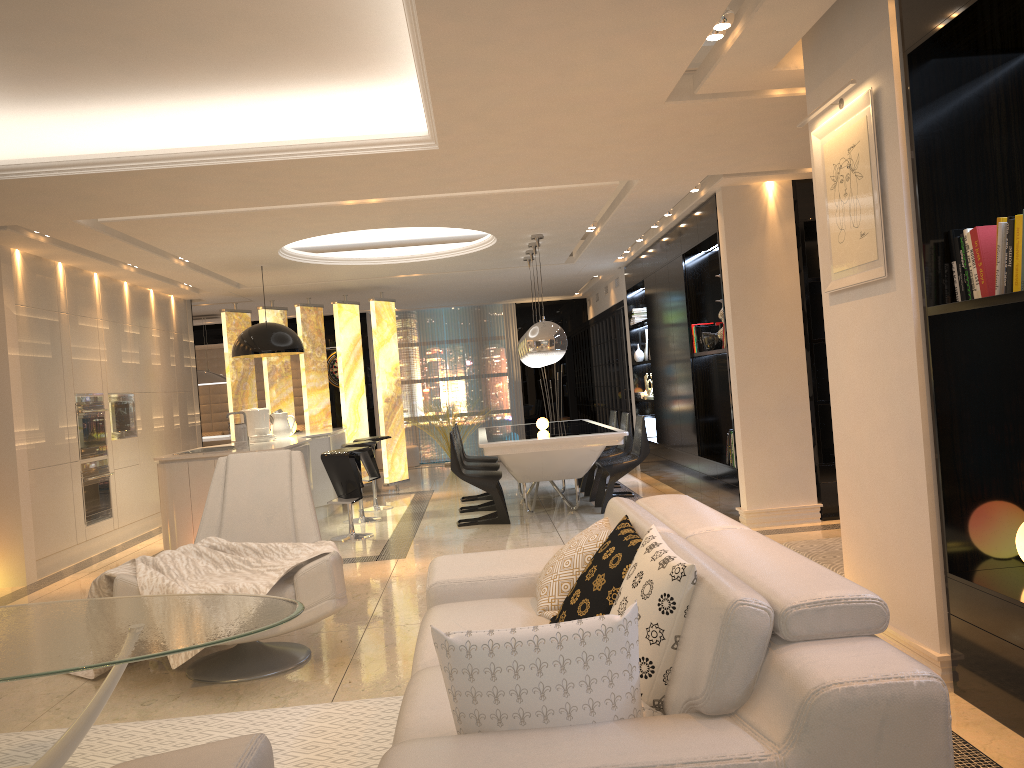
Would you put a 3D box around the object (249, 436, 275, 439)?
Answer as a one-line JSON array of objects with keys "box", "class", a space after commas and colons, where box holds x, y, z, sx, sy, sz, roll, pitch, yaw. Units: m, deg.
[{"box": [-2.398, 0.525, 8.524, 0.264, 0.033, 0.264, -5, 0, -33], "class": "object"}]

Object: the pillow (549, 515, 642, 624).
[{"box": [0.271, 0.646, 2.855, 0.323, 0.355, 0.524, -5, 0, -2], "class": "pillow"}]

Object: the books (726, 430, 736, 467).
[{"box": [1.868, 0.509, 7.193, 0.222, 0.296, 0.345, -5, 0, -2], "class": "books"}]

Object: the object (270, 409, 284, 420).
[{"box": [-2.666, 0.390, 10.000, 0.249, 0.212, 0.256, -5, 0, 33], "class": "object"}]

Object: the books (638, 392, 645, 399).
[{"box": [1.704, 0.139, 11.122, 0.209, 0.073, 0.266, -5, 0, 1], "class": "books"}]

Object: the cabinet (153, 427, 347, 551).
[{"box": [-2.393, 0.998, 8.860, 1.046, 0.887, 3.752, -5, 0, -2], "class": "cabinet"}]

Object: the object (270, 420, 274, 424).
[{"box": [-2.652, 0.475, 10.003, 0.266, 0.147, 0.253, -5, 0, 41], "class": "object"}]

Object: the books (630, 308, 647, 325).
[{"box": [1.617, -0.848, 11.130, 0.259, 0.188, 0.302, -5, 0, 5], "class": "books"}]

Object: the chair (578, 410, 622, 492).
[{"box": [0.952, 0.743, 9.969, 0.496, 0.858, 0.523, -5, 0, -2], "class": "chair"}]

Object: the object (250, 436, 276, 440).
[{"box": [-2.398, 0.531, 8.524, 0.264, 0.033, 0.264, -5, 0, -33], "class": "object"}]

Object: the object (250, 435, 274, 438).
[{"box": [-2.400, 0.509, 8.524, 0.229, 0.016, 0.229, -5, 0, 28], "class": "object"}]

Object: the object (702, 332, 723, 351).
[{"box": [1.771, -0.374, 7.772, 0.193, 0.177, 0.375, -5, 0, -1], "class": "object"}]

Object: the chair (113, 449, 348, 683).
[{"box": [-1.317, 0.860, 4.430, 1.027, 0.991, 0.983, -5, 0, -3], "class": "chair"}]

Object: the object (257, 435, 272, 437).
[{"box": [-2.400, 0.505, 8.524, 0.229, 0.016, 0.229, -5, 0, 28], "class": "object"}]

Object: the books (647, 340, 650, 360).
[{"box": [1.696, -0.413, 10.461, 0.207, 0.256, 0.245, -5, 0, -3], "class": "books"}]

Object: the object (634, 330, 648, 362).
[{"box": [1.626, -0.477, 11.118, 0.210, 0.395, 0.180, -5, 0, 1], "class": "object"}]

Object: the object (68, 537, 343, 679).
[{"box": [-1.505, 1.074, 4.368, 1.347, 0.580, 0.972, -5, 0, 35], "class": "object"}]

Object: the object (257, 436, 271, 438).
[{"box": [-2.400, 0.514, 8.524, 0.229, 0.016, 0.229, -5, 0, 28], "class": "object"}]

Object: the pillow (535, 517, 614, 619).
[{"box": [0.247, 0.682, 3.312, 0.351, 0.329, 0.521, -5, 0, -2], "class": "pillow"}]

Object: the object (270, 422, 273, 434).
[{"box": [-2.557, 0.479, 9.138, 0.211, 0.174, 0.211, -5, 0, -45], "class": "object"}]

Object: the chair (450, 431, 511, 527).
[{"box": [-0.301, 0.844, 8.141, 0.496, 0.858, 0.523, -5, 0, -2], "class": "chair"}]

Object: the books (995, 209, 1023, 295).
[{"box": [1.690, -0.421, 2.847, 0.212, 0.261, 0.210, -5, 0, -2], "class": "books"}]

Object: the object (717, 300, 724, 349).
[{"box": [1.797, -0.502, 7.507, 0.121, 0.416, 0.121, -5, 0, -7], "class": "object"}]

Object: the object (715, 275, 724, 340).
[{"box": [1.768, -0.597, 7.355, 0.121, 0.612, 0.121, -5, 0, -7], "class": "object"}]

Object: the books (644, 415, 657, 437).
[{"box": [1.730, 0.532, 11.190, 0.210, 0.270, 0.236, -5, 0, -3], "class": "books"}]

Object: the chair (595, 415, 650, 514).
[{"box": [1.015, 0.739, 8.314, 0.496, 0.858, 0.523, -5, 0, -2], "class": "chair"}]

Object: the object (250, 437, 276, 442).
[{"box": [-2.397, 0.537, 8.524, 0.264, 0.033, 0.264, -5, 0, -33], "class": "object"}]

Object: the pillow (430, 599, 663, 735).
[{"box": [0.090, 0.674, 2.100, 0.521, 0.325, 0.281, -5, 0, 7], "class": "pillow"}]

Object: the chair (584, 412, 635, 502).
[{"box": [0.982, 0.741, 9.163, 0.496, 0.858, 0.523, -5, 0, -2], "class": "chair"}]

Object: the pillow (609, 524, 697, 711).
[{"box": [0.331, 0.627, 2.399, 0.255, 0.399, 0.526, -5, 0, -2], "class": "pillow"}]

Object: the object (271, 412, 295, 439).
[{"box": [-2.327, 0.420, 8.991, 0.211, 0.254, 0.183, -5, 0, -40], "class": "object"}]

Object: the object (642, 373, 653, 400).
[{"box": [1.672, 0.026, 10.741, 0.177, 0.311, 0.177, -5, 0, -2], "class": "object"}]

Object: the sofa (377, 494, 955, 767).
[{"box": [0.244, 0.855, 2.792, 1.145, 0.754, 2.328, -5, 0, -2], "class": "sofa"}]

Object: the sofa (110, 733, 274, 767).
[{"box": [-1.657, 1.008, 1.420, 2.328, 0.754, 1.145, -5, 0, -2], "class": "sofa"}]

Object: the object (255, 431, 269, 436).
[{"box": [-2.402, 0.480, 8.524, 0.138, 0.051, 0.138, -5, 0, -44], "class": "object"}]

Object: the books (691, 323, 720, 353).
[{"box": [1.772, -0.423, 8.084, 0.210, 0.270, 0.236, -5, 0, -3], "class": "books"}]

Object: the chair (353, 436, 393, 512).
[{"box": [-1.521, 0.976, 9.719, 0.380, 0.789, 0.380, -5, 0, -35], "class": "chair"}]

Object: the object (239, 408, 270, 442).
[{"box": [-2.549, 0.401, 8.817, 0.288, 0.330, 0.288, -5, 0, 15], "class": "object"}]

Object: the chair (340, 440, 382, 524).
[{"box": [-1.530, 0.977, 8.885, 0.380, 0.789, 0.380, -5, 0, -20], "class": "chair"}]

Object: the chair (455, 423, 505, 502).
[{"box": [-0.366, 0.849, 9.856, 0.496, 0.858, 0.523, -5, 0, -2], "class": "chair"}]

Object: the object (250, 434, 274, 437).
[{"box": [-2.401, 0.500, 8.524, 0.229, 0.016, 0.229, -5, 0, 28], "class": "object"}]

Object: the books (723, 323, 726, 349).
[{"box": [1.808, -0.410, 7.163, 0.189, 0.238, 0.290, -5, 0, -3], "class": "books"}]

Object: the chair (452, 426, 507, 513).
[{"box": [-0.334, 0.847, 9.007, 0.496, 0.858, 0.523, -5, 0, -2], "class": "chair"}]

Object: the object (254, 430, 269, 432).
[{"box": [-2.402, 0.475, 8.524, 0.138, 0.051, 0.138, -5, 0, -44], "class": "object"}]

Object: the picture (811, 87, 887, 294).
[{"box": [1.397, -0.769, 3.684, 0.027, 0.729, 0.610, -5, 0, -2], "class": "picture"}]

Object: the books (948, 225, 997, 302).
[{"box": [1.677, -0.424, 3.078, 0.208, 0.270, 0.240, -5, 0, -2], "class": "books"}]

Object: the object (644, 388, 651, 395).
[{"box": [1.692, 0.114, 10.909, 0.125, 0.125, 0.125, -5, 0, 37], "class": "object"}]

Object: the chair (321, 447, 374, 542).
[{"box": [-1.452, 0.971, 7.884, 0.380, 0.789, 0.380, -5, 0, 30], "class": "chair"}]

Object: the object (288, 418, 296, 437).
[{"box": [-2.349, 0.443, 9.217, 0.212, 0.214, 0.213, -5, 0, -42], "class": "object"}]
